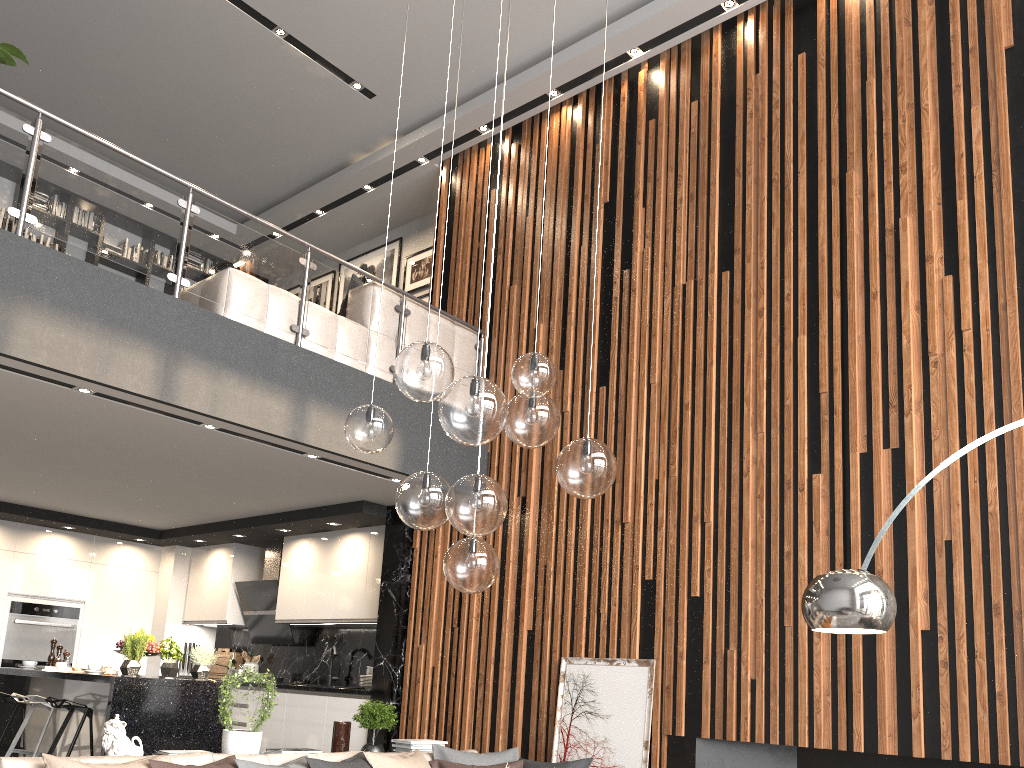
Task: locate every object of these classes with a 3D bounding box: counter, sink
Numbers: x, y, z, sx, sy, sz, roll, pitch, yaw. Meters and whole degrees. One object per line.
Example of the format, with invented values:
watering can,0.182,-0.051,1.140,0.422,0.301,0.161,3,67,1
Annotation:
counter,-2.212,2.859,8.294,3.499,0.039,0.627,-14,-25,40
sink,-1.761,2.639,7.955,1.126,0.529,0.511,-12,-21,40

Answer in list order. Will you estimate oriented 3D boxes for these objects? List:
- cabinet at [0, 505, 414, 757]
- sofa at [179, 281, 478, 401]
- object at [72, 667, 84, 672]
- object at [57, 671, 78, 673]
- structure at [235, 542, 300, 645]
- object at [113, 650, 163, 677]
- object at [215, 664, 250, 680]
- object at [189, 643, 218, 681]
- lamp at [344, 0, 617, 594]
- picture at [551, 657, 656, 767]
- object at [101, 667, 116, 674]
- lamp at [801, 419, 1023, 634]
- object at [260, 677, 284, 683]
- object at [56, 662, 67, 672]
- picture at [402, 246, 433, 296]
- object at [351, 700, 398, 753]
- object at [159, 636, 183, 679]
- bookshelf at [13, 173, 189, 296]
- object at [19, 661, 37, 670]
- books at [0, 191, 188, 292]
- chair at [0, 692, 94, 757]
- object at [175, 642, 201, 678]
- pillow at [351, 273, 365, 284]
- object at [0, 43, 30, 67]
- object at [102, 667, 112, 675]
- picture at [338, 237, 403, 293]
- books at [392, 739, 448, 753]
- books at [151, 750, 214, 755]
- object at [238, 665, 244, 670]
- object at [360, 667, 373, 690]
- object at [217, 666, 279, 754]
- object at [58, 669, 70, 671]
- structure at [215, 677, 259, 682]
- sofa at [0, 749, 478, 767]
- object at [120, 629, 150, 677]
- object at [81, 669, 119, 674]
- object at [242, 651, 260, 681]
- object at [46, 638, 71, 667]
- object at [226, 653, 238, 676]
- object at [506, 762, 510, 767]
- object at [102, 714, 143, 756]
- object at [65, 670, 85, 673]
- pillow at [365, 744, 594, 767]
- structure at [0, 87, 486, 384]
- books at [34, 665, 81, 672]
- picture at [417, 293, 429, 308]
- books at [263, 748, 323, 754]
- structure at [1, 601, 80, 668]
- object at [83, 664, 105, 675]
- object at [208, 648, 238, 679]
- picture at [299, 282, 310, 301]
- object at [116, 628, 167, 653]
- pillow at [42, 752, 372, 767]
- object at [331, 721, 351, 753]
cabinet,-3.270,1.970,7.369,6.277,3.134,3.715,-12,-22,40
sofa,-1.823,-0.187,6.816,2.314,0.755,2.339,-12,-24,39
object,-3.377,2.236,6.843,0.129,0.041,0.077,-9,-21,33
object,-3.440,2.246,6.824,0.231,0.003,0.234,-13,-25,39
structure,-2.418,2.101,8.817,0.746,0.996,0.423,-9,-17,41
object,-2.857,2.134,6.666,0.367,0.181,0.382,2,-18,5
object,-2.758,2.862,8.679,0.350,0.148,0.206,-8,-20,31
object,-2.368,2.127,6.704,0.225,0.274,0.215,13,-17,-34
lamp,-0.011,-1.627,3.730,1.241,4.831,1.261,-6,-15,38
picture,0.560,2.233,5.533,0.737,0.965,0.103,-9,-17,41
object,-3.138,2.213,6.762,0.070,0.057,0.135,-10,-22,39
lamp,2.000,1.155,2.811,2.034,2.258,0.330,-1,-12,18
object,-2.374,2.871,8.520,0.232,0.058,0.365,-3,-20,19
object,-3.523,2.212,6.839,0.077,0.068,0.087,3,-16,1
picture,-0.870,-1.105,8.464,0.510,0.397,0.025,-11,-18,41
object,-0.890,2.235,5.625,0.309,0.394,0.281,3,-14,2
object,-2.531,2.026,6.483,0.182,0.302,0.175,13,-16,-36
bookshelf,-4.182,-0.507,8.823,0.250,2.428,3.616,-6,-19,40
object,-4.003,2.332,7.256,0.155,0.068,0.161,0,-18,10
books,-4.173,-0.551,8.825,0.214,2.248,3.532,-6,-19,40
chair,-3.625,2.728,6.640,1.749,0.712,0.445,-13,-20,40
object,-3.463,2.971,9.420,0.067,0.360,0.330,-6,-17,40
pillow,-1.234,-0.317,7.016,0.765,0.528,1.430,9,-19,-17
object,-2.881,-1.458,4.360,0.783,1.420,0.540,10,-14,-27
object,-3.107,2.200,6.717,0.075,0.057,0.062,12,-17,-26
picture,-1.493,-1.070,9.025,1.003,0.633,0.025,-12,-18,40
books,-0.620,2.460,5.849,0.202,0.145,0.341,-11,-23,40
books,-1.738,2.009,4.662,0.196,0.096,0.358,-11,-24,39
object,-2.883,3.012,9.144,0.276,0.157,0.185,-12,-22,40
object,-1.160,2.541,7.547,0.309,0.188,0.308,-13,-23,42
object,-1.507,1.872,4.927,0.216,0.556,0.398,-1,-15,22
object,-3.494,2.221,6.799,0.130,0.026,0.028,3,-15,1
structure,-2.536,2.918,8.579,0.607,0.058,0.524,-13,-25,39
sofa,-0.613,2.239,4.159,1.898,0.790,3.333,-12,-24,39
object,-2.715,1.926,6.309,0.196,0.356,0.192,4,-13,-3
object,-3.739,2.555,7.793,0.405,0.029,0.298,-13,-25,39
object,-2.681,2.905,9.006,0.160,0.294,0.179,-9,-18,43
object,-3.919,2.357,7.623,0.200,0.274,0.155,-3,-14,24
object,-2.935,2.973,9.214,0.082,0.273,0.091,-7,-16,41
object,-0.112,1.694,3.217,0.317,0.582,0.563,1,-15,12
object,-1.953,1.806,4.395,0.210,0.280,0.139,11,-15,-29
object,-3.385,2.249,6.835,0.192,0.011,0.198,9,-20,-15
pillow,-0.229,2.442,5.181,1.392,0.529,0.786,9,-18,-17
structure,-2.858,-0.380,6.394,3.416,0.715,4.338,-13,-25,39
books,-3.705,2.328,7.151,0.174,0.037,0.332,-12,-24,38
picture,-0.853,-0.546,8.305,0.653,0.621,0.025,-10,-17,41
books,-1.308,2.197,5.143,0.207,0.096,0.334,-12,-24,39
structure,-4.852,2.543,8.819,0.659,0.611,0.672,-10,-20,40
object,-3.080,2.109,6.461,0.155,0.068,0.161,0,-18,10
object,-3.121,3.021,9.450,0.405,0.319,0.100,-11,-18,41
picture,-2.276,-0.657,9.643,0.882,0.960,0.025,-10,-17,41
object,-2.849,1.980,6.707,0.322,0.208,0.357,-10,-22,37
pillow,-1.213,2.043,4.227,0.548,0.481,1.996,-9,-22,38
object,-1.061,2.224,5.416,0.111,0.259,0.110,15,-16,-41
